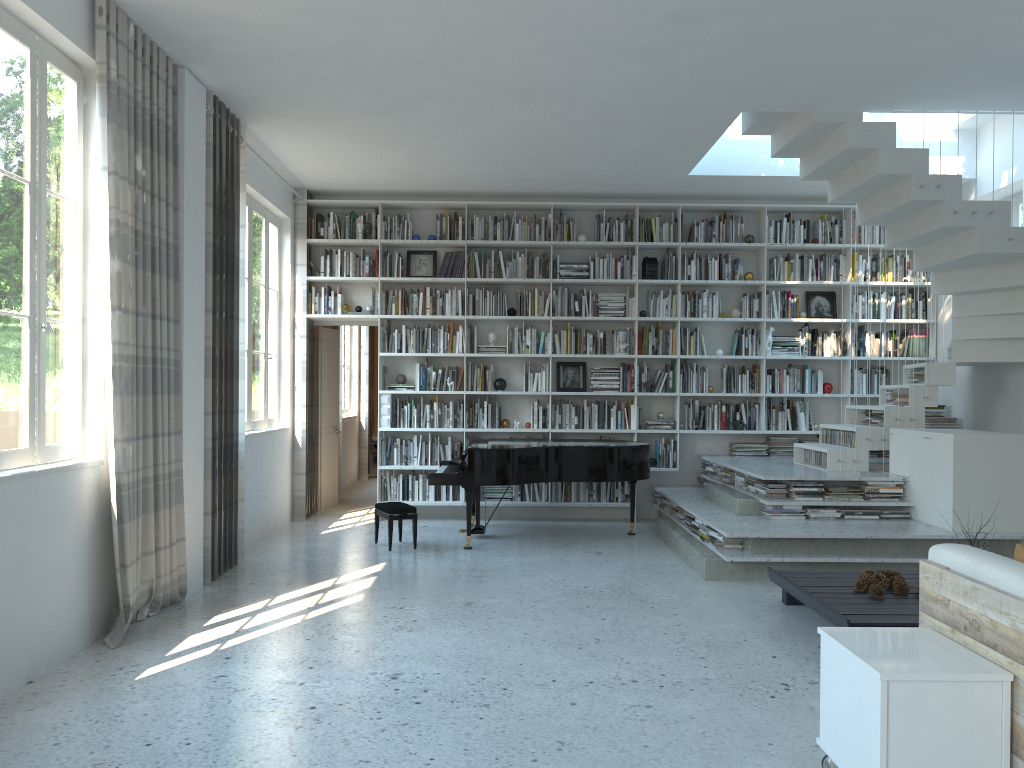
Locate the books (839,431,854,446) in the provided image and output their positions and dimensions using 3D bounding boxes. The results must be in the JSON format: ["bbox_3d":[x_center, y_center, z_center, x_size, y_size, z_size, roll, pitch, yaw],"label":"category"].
[{"bbox_3d":[2.859,0.468,7.571,0.125,0.125,0.013,0,0,-1],"label":"books"}]

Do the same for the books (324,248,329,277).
[{"bbox_3d":[-1.850,-1.190,8.837,0.011,0.296,0.162,0,0,-1],"label":"books"}]

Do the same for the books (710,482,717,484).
[{"bbox_3d":[1.961,0.936,8.240,0.181,0.017,0.250,0,0,-4],"label":"books"}]

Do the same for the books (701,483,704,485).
[{"bbox_3d":[1.978,0.994,8.862,0.147,0.014,0.292,0,0,-1],"label":"books"}]

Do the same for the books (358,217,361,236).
[{"bbox_3d":[-1.505,-1.528,8.825,0.025,0.244,0.167,0,0,-1],"label":"books"}]

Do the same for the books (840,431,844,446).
[{"bbox_3d":[2.859,0.467,7.552,0.125,0.125,0.011,0,0,-1],"label":"books"}]

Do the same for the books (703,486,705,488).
[{"bbox_3d":[1.954,1.003,8.550,0.187,0.009,0.261,0,0,2],"label":"books"}]

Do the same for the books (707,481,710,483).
[{"bbox_3d":[1.980,0.950,8.550,0.137,0.018,0.200,0,0,-5],"label":"books"}]

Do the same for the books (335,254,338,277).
[{"bbox_3d":[-1.736,-1.160,8.842,0.024,0.239,0.155,0,0,-1],"label":"books"}]

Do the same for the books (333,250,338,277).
[{"bbox_3d":[-1.761,-1.185,8.842,0.028,0.288,0.132,0,0,-1],"label":"books"}]

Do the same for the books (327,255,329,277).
[{"bbox_3d":[-1.810,-1.155,8.824,0.022,0.228,0.171,0,0,-1],"label":"books"}]

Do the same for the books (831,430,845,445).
[{"bbox_3d":[2.857,0.469,7.754,0.125,0.125,0.008,0,0,-1],"label":"books"}]

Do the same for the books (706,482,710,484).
[{"bbox_3d":[1.973,0.963,8.550,0.159,0.009,0.228,0,0,0],"label":"books"}]

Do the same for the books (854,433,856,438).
[{"bbox_3d":[2.862,0.467,7.243,0.125,0.123,0.034,0,0,-1],"label":"books"}]

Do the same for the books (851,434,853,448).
[{"bbox_3d":[2.862,0.467,7.305,0.125,0.123,0.034,0,0,-1],"label":"books"}]

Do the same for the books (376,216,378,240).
[{"bbox_3d":[-1.331,-1.534,8.839,0.025,0.259,0.138,0,0,-1],"label":"books"}]

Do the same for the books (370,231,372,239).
[{"bbox_3d":[-1.394,-1.497,8.838,0.028,0.185,0.167,0,0,-1],"label":"books"}]

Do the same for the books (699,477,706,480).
[{"bbox_3d":[1.965,0.947,8.862,0.159,0.009,0.210,0,0,3],"label":"books"}]

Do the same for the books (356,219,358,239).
[{"bbox_3d":[-1.528,-1.519,8.838,0.021,0.226,0.156,0,0,-1],"label":"books"}]

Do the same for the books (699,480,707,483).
[{"bbox_3d":[1.970,0.969,8.862,0.159,0.012,0.278,0,0,-2],"label":"books"}]

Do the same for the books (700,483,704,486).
[{"bbox_3d":[1.968,1.003,8.862,0.144,0.005,0.257,0,0,4],"label":"books"}]

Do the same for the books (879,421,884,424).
[{"bbox_3d":[3.160,0.320,7.398,0.172,0.019,0.240,0,0,24],"label":"books"}]

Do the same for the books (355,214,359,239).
[{"bbox_3d":[-1.545,-1.544,8.839,0.013,0.275,0.158,0,0,-1],"label":"books"}]

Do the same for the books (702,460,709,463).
[{"bbox_3d":[2.004,0.775,8.826,0.159,0.011,0.246,0,0,-4],"label":"books"}]

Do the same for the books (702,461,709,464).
[{"bbox_3d":[2.005,0.784,8.826,0.167,0.008,0.234,0,0,-2],"label":"books"}]

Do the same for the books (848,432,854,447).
[{"bbox_3d":[2.861,0.466,7.372,0.125,0.125,0.010,0,0,-1],"label":"books"}]

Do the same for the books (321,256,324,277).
[{"bbox_3d":[-1.874,-1.150,8.835,0.034,0.218,0.166,0,0,-1],"label":"books"}]

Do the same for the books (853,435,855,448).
[{"bbox_3d":[2.862,0.467,7.266,0.125,0.123,0.035,0,0,-1],"label":"books"}]

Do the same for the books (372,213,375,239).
[{"bbox_3d":[-1.368,-1.548,8.837,0.022,0.286,0.175,0,0,-1],"label":"books"}]

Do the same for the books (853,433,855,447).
[{"bbox_3d":[2.862,0.467,7.258,0.125,0.123,0.036,0,0,-1],"label":"books"}]

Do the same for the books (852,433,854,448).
[{"bbox_3d":[2.862,0.467,7.281,0.125,0.123,0.034,0,0,-1],"label":"books"}]

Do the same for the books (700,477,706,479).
[{"bbox_3d":[1.967,0.935,8.862,0.152,0.015,0.208,0,0,4],"label":"books"}]

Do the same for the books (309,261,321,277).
[{"bbox_3d":[-1.952,-1.130,8.845,0.121,0.176,0.129,0,0,-1],"label":"books"}]

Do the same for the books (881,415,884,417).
[{"bbox_3d":[3.172,0.269,7.394,0.168,0.014,0.212,0,0,19],"label":"books"}]

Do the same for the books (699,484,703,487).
[{"bbox_3d":[1.968,1.015,8.862,0.163,0.019,0.187,0,0,-2],"label":"books"}]

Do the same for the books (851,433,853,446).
[{"bbox_3d":[2.862,0.467,7.297,0.125,0.123,0.035,0,0,-1],"label":"books"}]

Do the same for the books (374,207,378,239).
[{"bbox_3d":[-1.350,-1.574,8.832,0.014,0.337,0.168,0,0,-1],"label":"books"}]

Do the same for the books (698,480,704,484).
[{"bbox_3d":[1.966,0.981,8.862,0.170,0.012,0.215,0,0,-1],"label":"books"}]

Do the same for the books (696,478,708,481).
[{"bbox_3d":[1.957,0.954,8.862,0.184,0.006,0.262,0,0,0],"label":"books"}]

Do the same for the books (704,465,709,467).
[{"bbox_3d":[2.015,0.818,8.827,0.145,0.008,0.298,0,0,-2],"label":"books"}]

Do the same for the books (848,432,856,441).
[{"bbox_3d":[2.861,0.466,7.379,0.125,0.125,0.010,0,0,-1],"label":"books"}]

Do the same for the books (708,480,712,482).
[{"bbox_3d":[1.974,0.937,8.550,0.144,0.009,0.249,0,0,3],"label":"books"}]

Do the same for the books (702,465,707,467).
[{"bbox_3d":[2.007,0.826,8.827,0.156,0.009,0.287,0,0,-3],"label":"books"}]

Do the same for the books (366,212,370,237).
[{"bbox_3d":[-1.437,-1.551,8.844,0.013,0.292,0.154,0,0,-1],"label":"books"}]

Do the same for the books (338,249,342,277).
[{"bbox_3d":[-1.703,-1.183,8.816,0.021,0.286,0.179,0,0,-1],"label":"books"}]

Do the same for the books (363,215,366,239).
[{"bbox_3d":[-1.457,-1.535,8.832,0.027,0.259,0.147,0,0,-1],"label":"books"}]

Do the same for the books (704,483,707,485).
[{"bbox_3d":[1.960,0.976,8.550,0.180,0.017,0.182,0,0,-4],"label":"books"}]

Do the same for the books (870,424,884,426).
[{"bbox_3d":[3.241,0.354,7.673,0.191,0.004,0.223,0,0,-5],"label":"books"}]

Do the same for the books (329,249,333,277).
[{"bbox_3d":[-1.787,-1.182,8.819,0.023,0.282,0.186,0,0,-1],"label":"books"}]

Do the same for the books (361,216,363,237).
[{"bbox_3d":[-1.481,-1.533,8.835,0.021,0.253,0.179,0,0,-1],"label":"books"}]

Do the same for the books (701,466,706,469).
[{"bbox_3d":[2.000,0.837,8.827,0.179,0.012,0.261,0,0,-1],"label":"books"}]

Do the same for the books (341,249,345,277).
[{"bbox_3d":[-1.674,-1.186,8.836,0.037,0.292,0.155,0,0,-1],"label":"books"}]

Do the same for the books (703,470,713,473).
[{"bbox_3d":[2.004,0.868,8.827,0.163,0.017,0.232,0,0,1],"label":"books"}]

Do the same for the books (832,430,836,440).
[{"bbox_3d":[2.857,0.469,7.740,0.125,0.125,0.008,0,0,-1],"label":"books"}]

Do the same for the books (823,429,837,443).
[{"bbox_3d":[2.855,0.470,7.954,0.125,0.125,0.008,0,0,-1],"label":"books"}]

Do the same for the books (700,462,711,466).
[{"bbox_3d":[1.994,0.796,8.826,0.171,0.015,0.253,0,0,-6],"label":"books"}]

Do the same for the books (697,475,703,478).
[{"bbox_3d":[1.961,0.923,8.861,0.174,0.009,0.240,0,0,1],"label":"books"}]

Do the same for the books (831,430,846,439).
[{"bbox_3d":[2.857,0.469,7.761,0.125,0.125,0.007,0,0,-1],"label":"books"}]

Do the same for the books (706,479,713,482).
[{"bbox_3d":[1.976,0.925,8.550,0.149,0.014,0.228,0,0,-3],"label":"books"}]
